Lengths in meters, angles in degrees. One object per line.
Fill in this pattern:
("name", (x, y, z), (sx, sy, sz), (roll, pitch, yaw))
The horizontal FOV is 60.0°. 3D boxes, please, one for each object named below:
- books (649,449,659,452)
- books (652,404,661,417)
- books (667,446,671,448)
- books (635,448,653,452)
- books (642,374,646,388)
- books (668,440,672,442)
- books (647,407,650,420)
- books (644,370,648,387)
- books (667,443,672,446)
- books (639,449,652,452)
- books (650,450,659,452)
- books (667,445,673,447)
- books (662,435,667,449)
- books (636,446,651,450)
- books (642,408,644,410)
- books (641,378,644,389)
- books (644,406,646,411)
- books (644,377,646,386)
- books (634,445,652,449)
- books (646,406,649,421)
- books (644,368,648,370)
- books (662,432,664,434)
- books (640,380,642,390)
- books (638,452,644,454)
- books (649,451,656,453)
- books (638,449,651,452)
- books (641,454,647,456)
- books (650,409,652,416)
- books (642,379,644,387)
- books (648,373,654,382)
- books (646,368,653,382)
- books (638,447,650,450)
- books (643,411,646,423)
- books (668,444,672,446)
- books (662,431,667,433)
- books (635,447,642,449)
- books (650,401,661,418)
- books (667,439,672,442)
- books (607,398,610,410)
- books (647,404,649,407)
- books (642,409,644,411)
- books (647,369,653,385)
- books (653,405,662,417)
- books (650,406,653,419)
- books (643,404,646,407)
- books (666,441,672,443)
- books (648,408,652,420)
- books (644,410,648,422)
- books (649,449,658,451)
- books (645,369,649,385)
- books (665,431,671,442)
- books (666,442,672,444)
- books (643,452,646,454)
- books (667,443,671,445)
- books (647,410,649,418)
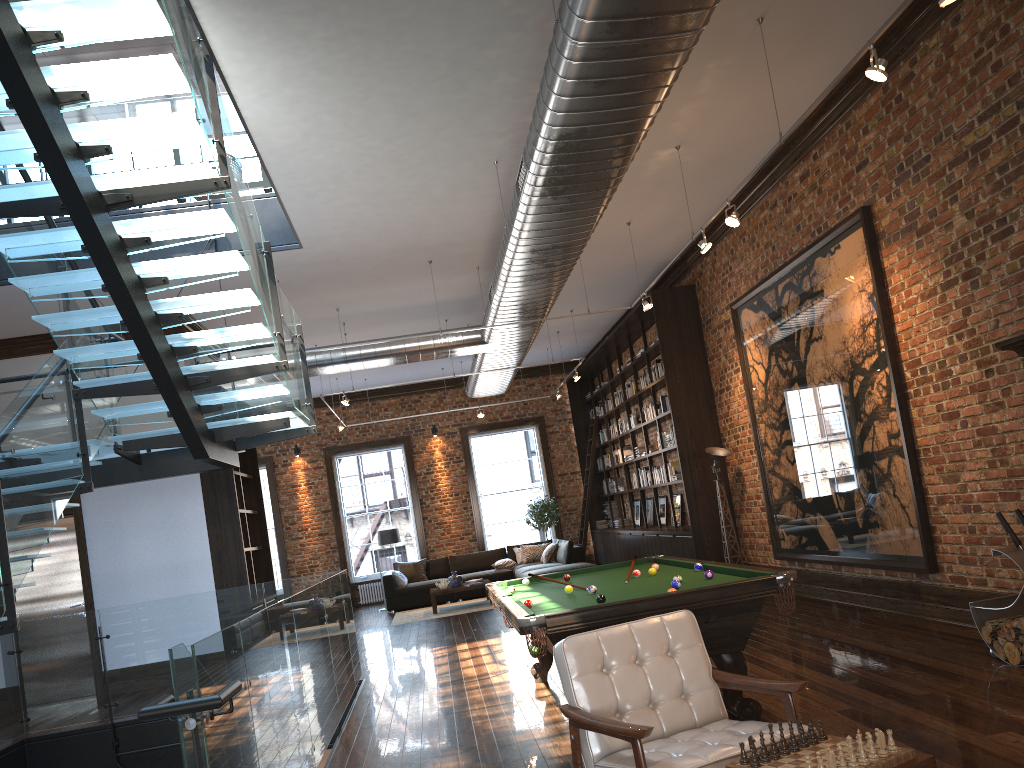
("books", (2.311, 1.095, 14.508), (0.159, 0.009, 0.288), (-8, -8, -6))
("books", (2.302, 0.430, 13.891), (0.171, 0.236, 0.058), (-9, -4, -6))
("books", (2.457, 0.936, 13.368), (0.159, 0.012, 0.355), (-9, -8, -3))
("books", (2.251, 1.120, 15.121), (0.282, 0.010, 0.171), (-8, -8, -7))
("books", (2.188, -0.036, 14.192), (0.184, 0.257, 0.032), (-9, -4, -6))
("books", (2.453, 0.851, 13.372), (0.160, 0.012, 0.313), (-8, -8, -6))
("books", (2.272, 0.484, 14.272), (0.160, 0.240, 0.031), (-9, -4, -6))
("books", (2.197, -0.081, 14.043), (0.183, 0.298, 0.018), (-9, -4, -6))
("books", (2.451, 0.900, 13.370), (0.161, 0.012, 0.317), (-9, -8, -3))
("books", (2.256, 1.146, 15.115), (0.235, 0.014, 0.167), (-8, -8, -6))
("books", (2.309, 1.104, 14.508), (0.160, 0.009, 0.256), (-8, -8, -7))
("books", (2.455, 0.924, 13.368), (0.160, 0.012, 0.318), (-8, -8, -9))
("books", (2.403, 0.885, 13.604), (0.184, 0.220, 0.033), (-8, -4, -6))
("books", (2.246, 1.089, 15.124), (0.243, 0.015, 0.166), (-9, -8, -3))
("books", (2.231, 0.521, 14.600), (0.179, 0.273, 0.099), (-9, -4, -6))
("books", (2.184, 0.003, 14.353), (0.173, 0.228, 0.014), (-9, -4, -6))
("books", (2.252, 0.495, 14.472), (0.159, 0.283, 0.014), (-9, -4, -6))
("books", (2.203, -0.027, 14.076), (0.188, 0.200, 0.021), (-8, -4, -6))
("books", (2.243, 1.072, 15.126), (0.284, 0.012, 0.161), (-8, -8, -10))
("books", (2.265, 0.482, 14.344), (0.165, 0.267, 0.012), (-9, -4, -6))
("books", (2.210, -0.096, 14.058), (0.183, 0.328, 0.008), (-9, -4, -6))
("books", (2.386, 0.882, 13.748), (0.183, 0.272, 0.015), (-9, -4, -6))
("books", (2.177, 0.028, 14.432), (0.183, 0.205, 0.053), (-8, -4, -6))
("books", (2.261, 1.172, 15.110), (0.209, 0.013, 0.150), (-9, -8, -3))
("books", (2.314, 1.113, 14.507), (0.159, 0.009, 0.288), (-8, -8, -6))
("books", (2.255, 1.129, 15.100), (0.198, 0.015, 0.135), (-8, -8, -6))
("books", (2.295, 1.184, 14.868), (0.204, 0.035, 0.269), (-8, -8, -5))
("books", (2.292, 0.466, 14.109), (0.159, 0.221, 0.013), (-9, -4, -6))
("books", (2.201, -0.003, 14.320), (0.163, 0.225, 0.033), (-9, -4, -6))
("books", (2.235, -0.069, 13.842), (0.187, 0.207, 0.052), (-8, -4, -6))
("books", (2.224, -0.103, 13.910), (0.188, 0.295, 0.015), (-9, -4, -6))
("books", (2.248, 1.107, 15.129), (0.196, 0.019, 0.174), (-9, -8, -1))
("books", (2.239, 0.542, 14.519), (0.223, 0.208, 0.065), (-8, -4, -6))
("books", (2.451, 0.912, 13.369), (0.159, 0.012, 0.356), (-9, -8, -2))
("books", (2.401, 0.886, 13.865), (0.153, 0.294, 0.016), (-9, -4, -6))
("books", (2.246, 1.078, 15.114), (0.295, 0.004, 0.146), (-8, -8, -8))
("books", (2.288, 0.415, 13.970), (0.183, 0.284, 0.034), (-9, -4, -6))
("books", (2.440, 0.840, 13.369), (0.161, 0.012, 0.318), (-9, -8, -2))
("books", (1.931, 0.415, 17.110), (0.163, 0.295, 0.029), (-9, -4, -6))
("books", (2.281, 0.462, 14.317), (0.138, 0.294, 0.024), (-9, -4, -6))
("books", (2.233, 0.531, 14.552), (0.186, 0.242, 0.079), (-8, -4, -6))
("books", (2.220, -0.095, 13.897), (0.180, 0.277, 0.009), (-9, -4, -6))
("books", (2.315, 0.433, 13.862), (0.182, 0.217, 0.051), (-8, -4, -6))
("books", (2.294, 0.448, 14.035), (0.185, 0.236, 0.036), (-8, -4, -6))
("books", (2.248, 0.497, 14.615), (0.142, 0.322, 0.117), (-9, -4, -6))
("books", (2.444, 0.864, 13.370), (0.160, 0.012, 0.319), (-8, -8, -10))
("books", (2.278, 0.478, 14.125), (0.180, 0.208, 0.024), (-8, -4, -6))
("books", (2.256, 0.521, 14.391), (0.181, 0.206, 0.030), (-8, -4, -6))
("books", (2.304, 1.087, 14.508), (0.160, 0.009, 0.256), (-8, -8, -4))
("books", (2.217, -0.098, 13.974), (0.182, 0.305, 0.009), (-9, -4, -6))
("books", (2.432, 0.853, 13.575), (0.137, 0.266, 0.034), (-9, -4, -6))
("books", (2.452, 0.875, 13.370), (0.159, 0.012, 0.354), (-8, -8, -8))
("books", (2.299, 1.142, 14.872), (0.173, 0.017, 0.240), (-9, -8, -2))
("books", (2.454, 0.887, 13.371), (0.160, 0.012, 0.315), (-8, -8, -5))
("books", (2.278, 0.495, 14.331), (0.165, 0.234, 0.014), (-9, -4, -6))
